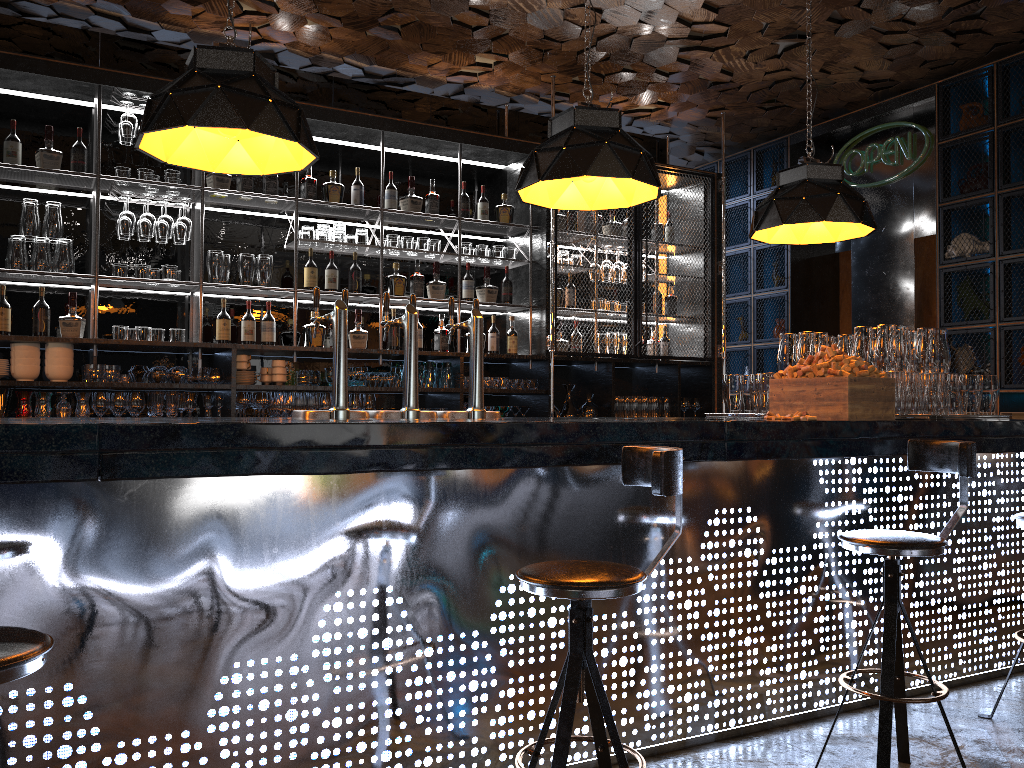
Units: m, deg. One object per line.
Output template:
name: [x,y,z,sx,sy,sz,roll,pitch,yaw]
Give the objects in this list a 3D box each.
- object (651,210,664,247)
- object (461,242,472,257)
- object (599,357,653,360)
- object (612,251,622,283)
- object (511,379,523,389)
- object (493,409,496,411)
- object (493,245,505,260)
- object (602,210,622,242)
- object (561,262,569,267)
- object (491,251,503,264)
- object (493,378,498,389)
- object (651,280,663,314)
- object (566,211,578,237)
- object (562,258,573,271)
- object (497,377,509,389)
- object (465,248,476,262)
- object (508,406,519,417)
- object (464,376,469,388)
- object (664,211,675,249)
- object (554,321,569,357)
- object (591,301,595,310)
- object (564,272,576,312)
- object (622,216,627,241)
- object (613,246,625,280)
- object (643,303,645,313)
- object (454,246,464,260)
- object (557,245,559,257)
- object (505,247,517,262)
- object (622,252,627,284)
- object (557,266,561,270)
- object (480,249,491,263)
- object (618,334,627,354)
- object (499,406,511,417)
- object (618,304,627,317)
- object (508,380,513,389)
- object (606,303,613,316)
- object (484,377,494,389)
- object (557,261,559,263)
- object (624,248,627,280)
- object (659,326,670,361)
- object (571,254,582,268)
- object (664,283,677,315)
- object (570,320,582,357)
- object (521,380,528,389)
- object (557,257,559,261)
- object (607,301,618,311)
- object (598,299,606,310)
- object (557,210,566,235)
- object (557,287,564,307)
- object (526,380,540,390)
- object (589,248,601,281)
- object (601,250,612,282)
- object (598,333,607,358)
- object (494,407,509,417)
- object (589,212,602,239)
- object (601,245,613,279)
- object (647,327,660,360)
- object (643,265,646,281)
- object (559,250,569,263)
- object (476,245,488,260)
object: [1.165,-1.246,7.103,0.083,0.282,0.083,1,-2,-14]
object: [-0.327,-0.939,6.211,0.089,0.092,0.089,2,-2,-43]
object: [0.848,-0.188,6.842,0.437,0.019,0.273,1,-2,-29]
object: [0.827,-0.922,6.994,0.092,0.244,0.092,1,-2,-34]
object: [0.036,0.004,6.272,0.088,0.070,0.098,0,-2,7]
object: [-0.130,0.235,6.303,0.106,0.148,0.106,0,-2,0]
object: [-0.094,-0.935,6.328,0.089,0.092,0.089,0,-2,11]
object: [0.779,-1.253,6.893,0.123,0.279,0.123,1,-2,-25]
object: [0.382,-0.924,6.608,0.089,0.092,0.089,0,-2,-3]
object: [-0.108,-0.930,6.514,0.089,0.092,0.089,0,-2,11]
object: [-0.126,-0.003,6.254,0.084,0.082,0.084,1,-2,-22]
object: [1.160,-0.684,7.090,0.086,0.299,0.086,0,-2,20]
object: [0.455,-1.268,6.718,0.086,0.297,0.086,0,-2,20]
object: [0.425,-0.919,6.804,0.089,0.092,0.089,0,-2,-3]
object: [-0.063,-0.004,6.177,0.084,0.082,0.084,-1,-2,44]
object: [-0.302,-0.933,6.422,0.089,0.092,0.089,2,-2,-43]
object: [0.025,0.236,6.362,0.107,0.152,0.107,1,-2,-15]
object: [-0.326,-0.009,6.038,0.084,0.082,0.084,1,-2,-36]
object: [1.275,-1.252,7.194,0.086,0.298,0.086,0,-2,25]
object: [0.345,-0.327,6.617,0.123,0.279,0.123,2,-2,-40]
object: [0.655,-0.592,6.827,0.089,0.092,0.089,-1,-2,28]
object: [0.440,-0.697,6.709,0.086,0.298,0.086,0,-2,20]
object: [0.918,-1.252,6.967,0.083,0.282,0.083,2,-2,-44]
object: [0.819,-0.928,6.802,0.092,0.244,0.092,1,-2,-34]
object: [0.997,-0.587,6.946,0.089,0.092,0.089,2,-2,-44]
object: [-0.372,-0.936,6.344,0.089,0.092,0.089,0,-2,16]
object: [0.302,-0.975,6.537,0.089,0.092,0.089,0,-2,-3]
object: [-0.009,-0.933,6.381,0.089,0.092,0.089,2,-2,-43]
object: [0.918,-0.921,7.044,0.092,0.244,0.092,1,-2,-34]
object: [0.334,-0.921,6.761,0.089,0.092,0.089,0,-2,22]
object: [-0.198,-0.932,6.450,0.089,0.092,0.089,2,-2,-43]
object: [0.840,-0.282,6.870,0.105,0.209,0.105,2,-2,-44]
object: [-0.041,0.239,6.474,0.107,0.152,0.107,1,-2,-23]
object: [0.886,-0.585,7.040,0.089,0.092,0.089,2,-2,-44]
object: [-0.010,0.006,6.358,0.088,0.070,0.098,0,-2,-5]
object: [0.785,-0.588,6.976,0.089,0.092,0.089,-1,-2,37]
object: [-0.168,-0.006,6.119,0.084,0.082,0.084,1,-2,-11]
object: [0.301,-0.927,6.536,0.089,0.092,0.089,0,-2,-3]
object: [0.906,-0.926,6.849,0.092,0.244,0.092,1,-2,-34]
object: [1.227,-0.318,7.130,0.086,0.298,0.086,0,-2,20]
object: [0.484,-0.923,6.650,0.089,0.092,0.089,0,-2,22]
object: [1.280,-0.673,7.152,0.083,0.282,0.083,1,-2,-19]
object: [0.486,-0.334,6.713,0.086,0.299,0.086,0,-2,20]
object: [0.099,0.007,6.362,0.098,0.070,0.088,0,-2,-2]
object: [0.301,-0.949,6.536,0.089,0.092,0.089,0,-2,-3]
object: [0.777,-0.591,6.844,0.089,0.092,0.089,1,-2,-28]
object: [0.670,-0.595,6.721,0.089,0.092,0.089,2,-2,-44]
object: [0.331,-1.261,6.631,0.123,0.279,0.123,1,-2,-20]
object: [0.311,-0.675,6.622,0.151,0.248,0.094,1,-2,-20]
object: [0.149,0.005,6.277,0.088,0.070,0.098,1,-2,-19]
object: [0.644,-0.926,6.894,0.092,0.244,0.092,1,-2,-34]
object: [0.740,-0.924,6.947,0.092,0.244,0.092,1,-2,-34]
object: [0.703,-0.284,6.855,0.105,0.209,0.105,2,-2,-44]
object: [-0.074,0.233,6.201,0.106,0.148,0.106,1,-2,-19]
object: [0.643,-1.258,6.817,0.083,0.282,0.083,1,-2,-29]
object: [0.723,-0.930,6.749,0.092,0.244,0.092,1,-2,-34]
object: [1.123,-0.313,7.057,0.083,0.282,0.083,2,-2,-44]
object: [0.997,-0.924,6.899,0.092,0.244,0.092,1,-2,-34]
object: [0.382,-0.945,6.608,0.089,0.092,0.089,0,-2,-3]
object: [-0.214,-0.936,6.306,0.089,0.092,0.089,1,-2,-29]
